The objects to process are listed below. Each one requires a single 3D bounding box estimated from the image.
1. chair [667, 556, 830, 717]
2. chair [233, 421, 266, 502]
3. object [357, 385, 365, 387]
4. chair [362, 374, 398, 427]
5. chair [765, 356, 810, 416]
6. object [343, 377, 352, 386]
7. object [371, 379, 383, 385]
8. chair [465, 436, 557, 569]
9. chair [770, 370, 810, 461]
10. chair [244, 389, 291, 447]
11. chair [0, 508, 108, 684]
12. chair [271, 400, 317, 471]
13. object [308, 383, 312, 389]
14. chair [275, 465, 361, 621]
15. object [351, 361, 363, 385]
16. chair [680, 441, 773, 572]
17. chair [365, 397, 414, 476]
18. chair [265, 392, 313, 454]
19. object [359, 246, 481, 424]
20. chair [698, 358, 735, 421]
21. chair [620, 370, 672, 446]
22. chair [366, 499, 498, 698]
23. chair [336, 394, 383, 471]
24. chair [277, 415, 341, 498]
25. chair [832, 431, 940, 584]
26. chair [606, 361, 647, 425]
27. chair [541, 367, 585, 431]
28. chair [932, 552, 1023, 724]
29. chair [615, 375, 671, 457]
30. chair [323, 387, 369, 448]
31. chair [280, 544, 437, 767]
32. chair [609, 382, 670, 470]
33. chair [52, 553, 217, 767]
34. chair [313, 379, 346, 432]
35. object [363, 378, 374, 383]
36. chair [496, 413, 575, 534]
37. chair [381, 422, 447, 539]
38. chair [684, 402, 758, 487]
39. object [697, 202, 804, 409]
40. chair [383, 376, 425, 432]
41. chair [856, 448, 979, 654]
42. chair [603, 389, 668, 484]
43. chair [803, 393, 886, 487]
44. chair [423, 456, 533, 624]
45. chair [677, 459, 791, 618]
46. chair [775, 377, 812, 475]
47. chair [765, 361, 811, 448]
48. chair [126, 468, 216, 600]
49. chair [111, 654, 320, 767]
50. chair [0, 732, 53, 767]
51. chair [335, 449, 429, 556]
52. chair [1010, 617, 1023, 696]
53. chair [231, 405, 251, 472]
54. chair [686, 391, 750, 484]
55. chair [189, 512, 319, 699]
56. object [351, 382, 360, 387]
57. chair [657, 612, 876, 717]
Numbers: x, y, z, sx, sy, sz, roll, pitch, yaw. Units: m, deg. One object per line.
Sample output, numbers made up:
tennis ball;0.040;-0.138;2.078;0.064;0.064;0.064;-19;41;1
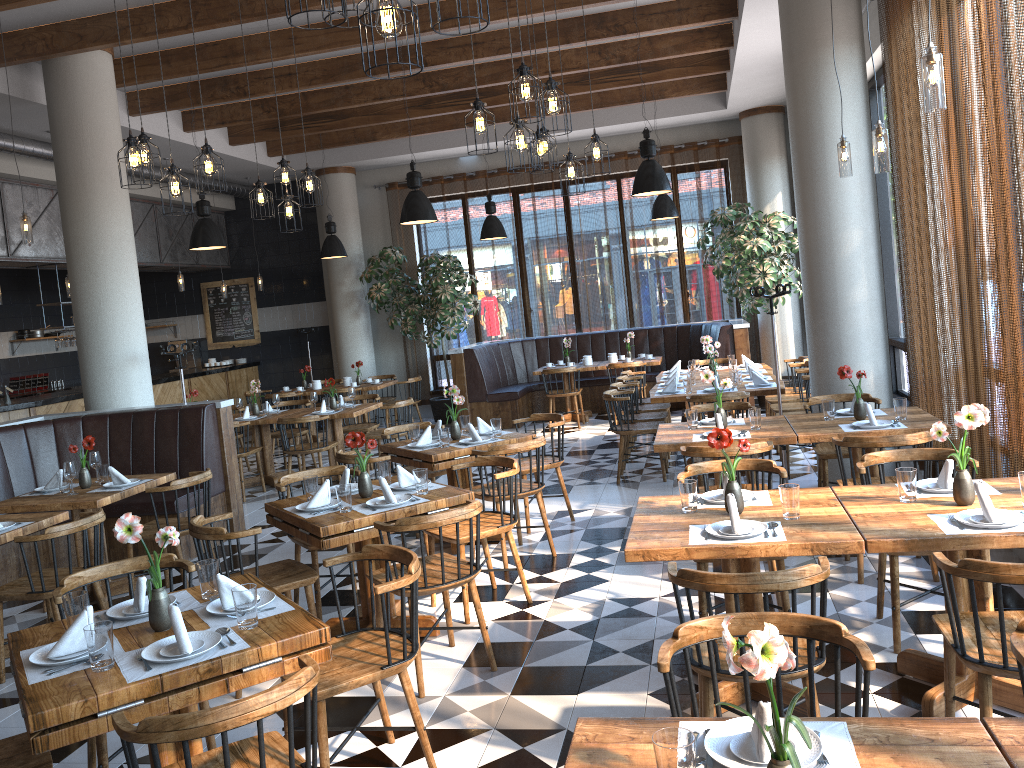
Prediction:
chair;0.827;0.963;3.014;0.519;0.815;0.551;-5;4;12
chair;-2.884;0.775;9.128;0.519;0.815;0.551;-5;4;12
object;-2.113;0.029;12.356;0.155;0.023;0.034;-2;6;37
chair;-1.973;0.297;13.315;0.519;0.815;0.551;-5;4;12
chair;2.996;0.135;9.616;0.549;0.815;0.521;-5;4;12
object;-2.374;-0.037;12.796;0.130;0.128;0.129;-8;5;-34
object;-1.924;-0.032;12.587;0.176;0.067;0.176;-6;5;-2
chair;-0.020;0.775;5.992;0.521;0.815;0.549;-8;4;-33
chair;2.740;0.273;8.401;0.549;0.815;0.521;-5;4;12
chair;-3.595;0.489;13.011;0.549;0.815;0.521;-5;4;12
chair;-2.468;1.132;4.800;0.549;0.815;0.521;-5;4;12
chair;-2.612;0.628;10.425;0.519;0.815;0.551;-5;4;12
object;-2.956;0.027;13.082;0.175;0.067;0.176;-3;5;26
chair;-1.090;0.945;5.317;0.521;0.815;0.549;-8;4;-33
object;-2.193;-0.155;12.645;0.156;0.354;0.171;-8;4;-30
chair;1.279;0.720;5.164;0.519;0.815;0.551;-5;4;12
chair;-1.289;0.584;9.447;0.549;0.815;0.521;-5;4;12
chair;-3.077;0.509;12.227;0.519;0.815;0.551;-5;4;12
object;-1.327;-0.760;13.343;1.754;2.775;1.483;-6;3;-7
chair;2.355;0.140;10.271;0.519;0.815;0.551;-5;4;12
chair;1.523;0.256;9.929;0.549;0.815;0.521;-5;4;12
chair;-0.389;0.974;4.235;0.521;0.815;0.549;-8;4;-33
chair;-1.767;0.559;10.242;0.519;0.815;0.551;-5;4;12
chair;-2.040;0.707;8.945;0.519;0.815;0.551;-5;4;12
chair;2.101;0.653;4.986;0.519;0.815;0.551;-5;4;12
chair;1.524;0.109;11.519;0.519;0.815;0.551;-5;4;12
chair;0.687;0.177;11.700;0.519;0.815;0.551;-5;4;12
chair;1.649;0.897;2.836;0.519;0.815;0.551;-5;4;12
chair;1.405;0.319;9.366;0.549;0.815;0.521;-5;4;12
chair;-2.240;0.441;12.046;0.519;0.815;0.551;-5;4;12
chair;-0.584;1.079;3.309;0.551;0.815;0.519;-8;4;-33
chair;1.272;0.391;8.731;0.549;0.815;0.521;-5;4;12
chair;-1.471;1.151;3.502;0.521;0.815;0.549;-8;4;-33
chair;-2.810;0.365;13.496;0.519;0.815;0.551;-5;4;12
object;-2.088;-0.049;12.946;0.176;0.067;0.176;-9;6;-33
chair;0.167;0.674;6.882;0.551;0.815;0.519;-8;4;-33
chair;-0.720;0.746;7.074;0.521;0.815;0.549;-8;4;-33
chair;1.547;0.575;6.438;0.519;0.815;0.551;-5;4;12
object;3.095;-1.064;11.789;1.484;2.775;1.754;-8;4;-29
chair;-1.520;0.322;12.549;0.549;0.815;0.521;-5;4;12
chair;1.917;0.752;4.111;0.519;0.815;0.551;-5;4;12
chair;1.142;0.461;8.116;0.549;0.815;0.521;-5;4;12
chair;2.369;0.508;6.260;0.519;0.815;0.551;-5;4;12
chair;-0.202;0.873;5.125;0.551;0.815;0.519;-8;4;-33
chair;1.096;0.819;4.289;0.519;0.815;0.551;-5;4;12
chair;2.615;0.341;7.803;0.549;0.815;0.521;-5;4;12
chair;2.874;0.201;9.036;0.549;0.815;0.521;-5;4;12
chair;-2.242;1.010;5.875;0.549;0.815;0.521;-5;4;12
chair;-0.771;1.180;2.419;0.521;0.815;0.549;-8;4;-33
chair;-1.658;1.252;2.612;0.551;0.815;0.519;-8;4;-33
chair;-0.908;0.847;6.184;0.551;0.815;0.519;-8;4;-33
chair;1.475;0.991;2.006;0.519;0.815;0.551;-5;4;12
chair;-3.456;0.696;10.608;0.519;0.815;0.551;-5;4;12
chair;1.762;0.460;7.451;0.519;0.815;0.551;-5;4;12
chair;-1.277;1.046;4.427;0.551;0.815;0.519;-8;4;-33
object;-2.221;0.012;12.436;0.175;0.067;0.176;-3;6;27
chair;0.653;1.058;2.184;0.519;0.815;0.551;-5;4;12
